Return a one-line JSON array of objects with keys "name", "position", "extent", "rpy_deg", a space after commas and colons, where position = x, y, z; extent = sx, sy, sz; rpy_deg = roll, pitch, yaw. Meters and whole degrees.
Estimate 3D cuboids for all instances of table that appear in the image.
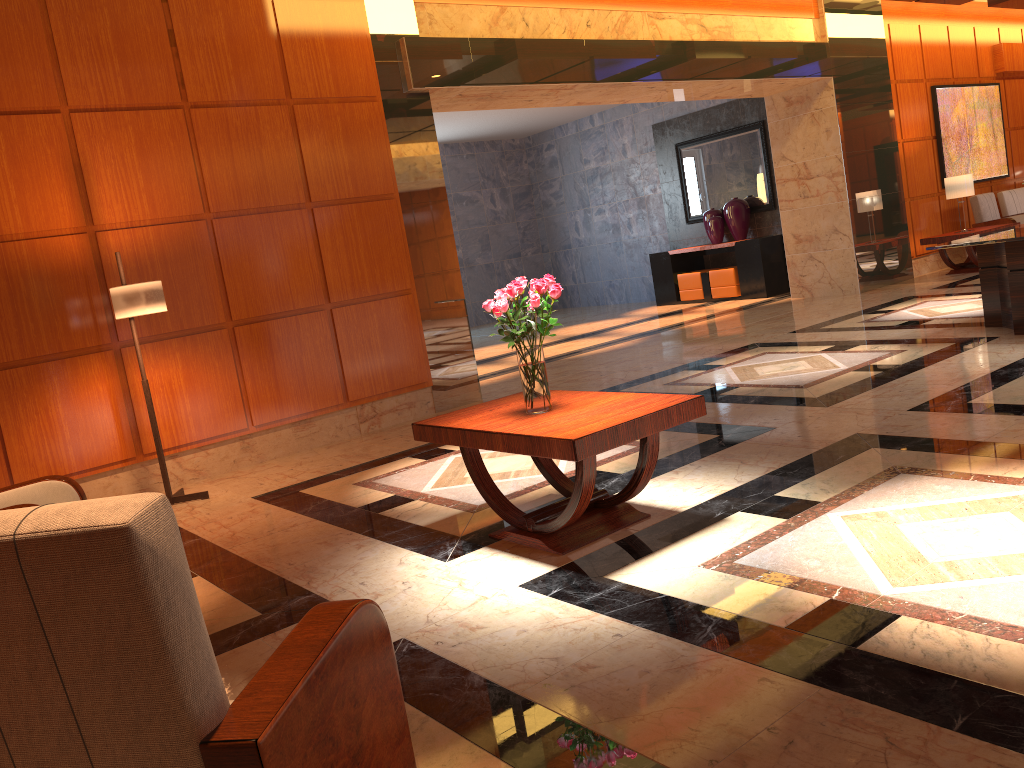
[{"name": "table", "position": [6.106, -1.769, 11.754], "extent": [1.173, 0.532, 0.725], "rpy_deg": [-15, 9, -33]}, {"name": "table", "position": [0.203, 0.375, 3.922], "extent": [0.728, 0.532, 1.167], "rpy_deg": [-15, 9, -36]}, {"name": "table", "position": [4.417, -0.870, 6.832], "extent": [1.608, 0.741, 1.600], "rpy_deg": [-15, 10, -36]}]

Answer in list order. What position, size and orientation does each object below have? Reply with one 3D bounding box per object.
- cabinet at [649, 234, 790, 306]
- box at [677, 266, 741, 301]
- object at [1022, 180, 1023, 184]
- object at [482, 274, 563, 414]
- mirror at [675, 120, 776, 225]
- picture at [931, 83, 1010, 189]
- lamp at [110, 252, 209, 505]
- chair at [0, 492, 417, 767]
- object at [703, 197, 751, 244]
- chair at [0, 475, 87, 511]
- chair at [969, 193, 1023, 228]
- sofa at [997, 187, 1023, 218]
[{"name": "cabinet", "position": [3.267, -1.764, 13.863], "extent": [0.787, 0.864, 2.190], "rpy_deg": [-15, 9, -36]}, {"name": "box", "position": [3.179, -1.573, 13.795], "extent": [0.492, 0.425, 1.132], "rpy_deg": [-15, 9, -36]}, {"name": "object", "position": [4.314, -1.561, 6.771], "extent": [0.649, 0.655, 0.684], "rpy_deg": [-3, 10, 45]}, {"name": "object", "position": [0.076, -0.171, 3.857], "extent": [0.327, 0.593, 0.351], "rpy_deg": [-11, 7, -16]}, {"name": "mirror", "position": [3.310, -3.278, 13.927], "extent": [0.029, 1.332, 1.766], "rpy_deg": [-14, 9, -36]}, {"name": "picture", "position": [6.845, -3.722, 13.181], "extent": [2.006, 1.446, 0.056], "rpy_deg": [-15, 8, -36]}, {"name": "lamp", "position": [-2.293, -0.023, 5.619], "extent": [0.526, 1.654, 0.362], "rpy_deg": [-4, 9, 44]}, {"name": "chair", "position": [-0.676, 0.626, 1.694], "extent": [0.737, 0.957, 0.632], "rpy_deg": [-8, 7, 13]}, {"name": "object", "position": [3.292, -2.533, 13.785], "extent": [0.522, 0.649, 0.861], "rpy_deg": [-15, 9, -36]}, {"name": "chair", "position": [-2.130, 0.586, 3.646], "extent": [0.630, 0.957, 0.739], "rpy_deg": [-12, 7, -17]}, {"name": "chair", "position": [6.939, -2.244, 12.511], "extent": [0.741, 0.957, 0.628], "rpy_deg": [-15, 8, -37]}, {"name": "sofa", "position": [8.143, -2.587, 13.553], "extent": [1.807, 0.928, 0.612], "rpy_deg": [-15, 9, -35]}]
